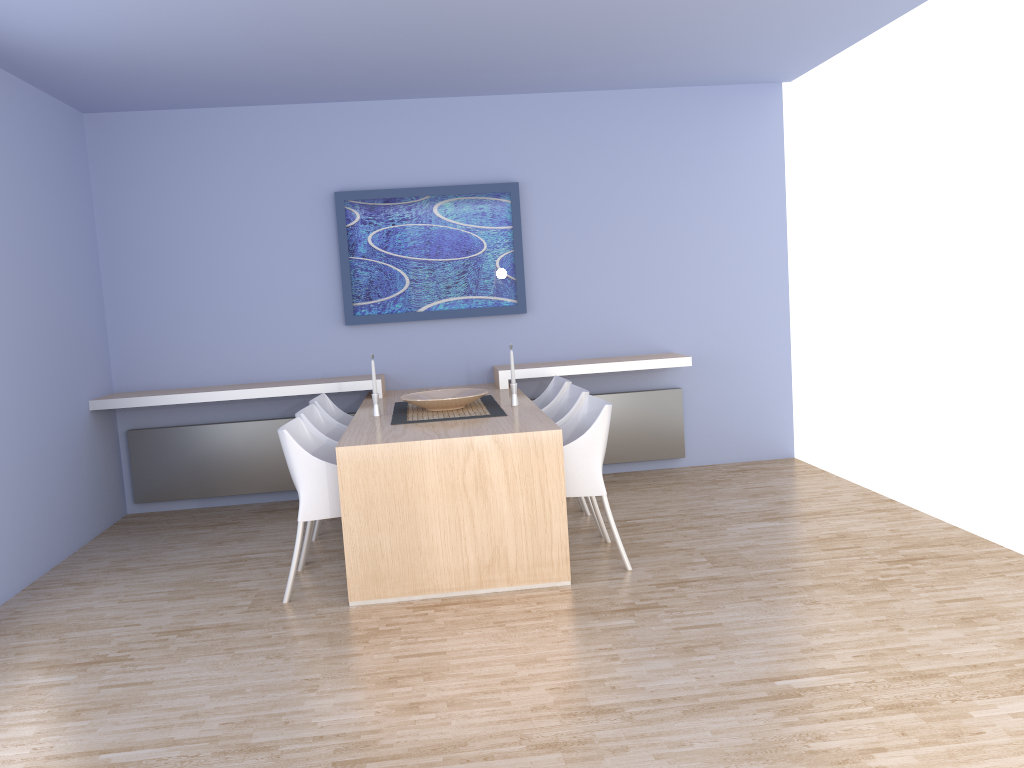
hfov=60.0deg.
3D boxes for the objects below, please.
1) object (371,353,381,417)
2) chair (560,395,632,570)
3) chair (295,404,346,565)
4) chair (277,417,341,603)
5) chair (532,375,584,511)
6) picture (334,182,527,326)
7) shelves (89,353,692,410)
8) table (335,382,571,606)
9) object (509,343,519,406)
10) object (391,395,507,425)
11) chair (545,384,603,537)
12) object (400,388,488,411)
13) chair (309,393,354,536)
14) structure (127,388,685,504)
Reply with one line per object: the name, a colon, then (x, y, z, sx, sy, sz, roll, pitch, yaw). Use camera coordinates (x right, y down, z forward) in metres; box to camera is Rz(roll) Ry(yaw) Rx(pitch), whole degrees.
object: (-0.750, 0.002, 4.836, 0.045, 0.349, 0.045, 1, 7, 36)
chair: (0.280, 0.481, 4.386, 0.486, 0.793, 0.510, -4, 6, -5)
chair: (-0.916, 0.512, 4.850, 0.486, 0.793, 0.510, -4, 6, -5)
chair: (-0.859, 0.566, 4.281, 0.486, 0.793, 0.510, -4, 6, -5)
chair: (0.164, 0.370, 5.558, 0.486, 0.793, 0.510, -4, 6, -5)
picture: (-0.549, -0.895, 6.101, 1.252, 0.901, 0.049, -4, 6, -5)
shelves: (-0.732, 0.357, 6.018, 3.901, 0.840, 0.463, -4, 6, -5)
table: (-0.366, 0.486, 5.117, 1.002, 0.718, 2.340, -4, 6, -5)
object: (0.005, -0.054, 4.906, 0.045, 0.349, 0.045, -4, 6, -5)
object: (-0.370, 0.138, 4.976, 0.594, 0.005, 0.986, -4, 6, -6)
chair: (0.222, 0.425, 4.976, 0.486, 0.793, 0.510, -4, 6, -5)
object: (-0.376, 0.096, 4.974, 0.493, 0.081, 0.493, -2, 6, 13)
chair: (-0.972, 0.458, 5.419, 0.486, 0.793, 0.510, -4, 6, -5)
structure: (-0.679, 0.420, 6.212, 3.843, 0.503, 0.064, -4, 6, -5)
